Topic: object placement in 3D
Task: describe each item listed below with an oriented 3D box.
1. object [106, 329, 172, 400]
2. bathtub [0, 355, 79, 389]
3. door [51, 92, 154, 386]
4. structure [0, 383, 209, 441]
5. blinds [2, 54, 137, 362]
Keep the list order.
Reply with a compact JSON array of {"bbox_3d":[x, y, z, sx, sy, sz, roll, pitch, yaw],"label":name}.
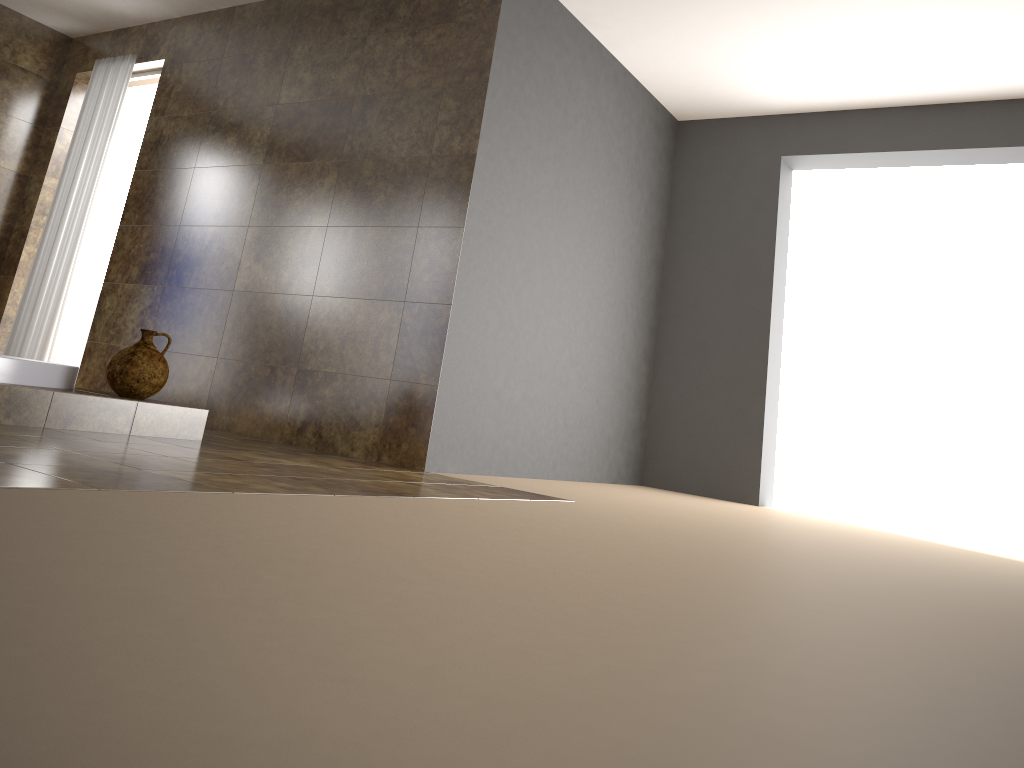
[{"bbox_3d":[-1.488,-0.081,3.460,0.230,0.286,0.219,8,-10,4],"label":"object"},{"bbox_3d":[-2.588,-0.063,3.199,1.715,0.545,1.722,11,-5,-26],"label":"bathtub"},{"bbox_3d":[-2.728,-0.996,6.183,0.944,2.319,0.039,13,-16,-21],"label":"door"},{"bbox_3d":[-2.590,-0.055,3.199,2.013,0.129,1.924,7,-4,33],"label":"structure"},{"bbox_3d":[-2.880,-1.101,5.603,0.486,2.371,0.065,0,-17,30],"label":"blinds"}]
